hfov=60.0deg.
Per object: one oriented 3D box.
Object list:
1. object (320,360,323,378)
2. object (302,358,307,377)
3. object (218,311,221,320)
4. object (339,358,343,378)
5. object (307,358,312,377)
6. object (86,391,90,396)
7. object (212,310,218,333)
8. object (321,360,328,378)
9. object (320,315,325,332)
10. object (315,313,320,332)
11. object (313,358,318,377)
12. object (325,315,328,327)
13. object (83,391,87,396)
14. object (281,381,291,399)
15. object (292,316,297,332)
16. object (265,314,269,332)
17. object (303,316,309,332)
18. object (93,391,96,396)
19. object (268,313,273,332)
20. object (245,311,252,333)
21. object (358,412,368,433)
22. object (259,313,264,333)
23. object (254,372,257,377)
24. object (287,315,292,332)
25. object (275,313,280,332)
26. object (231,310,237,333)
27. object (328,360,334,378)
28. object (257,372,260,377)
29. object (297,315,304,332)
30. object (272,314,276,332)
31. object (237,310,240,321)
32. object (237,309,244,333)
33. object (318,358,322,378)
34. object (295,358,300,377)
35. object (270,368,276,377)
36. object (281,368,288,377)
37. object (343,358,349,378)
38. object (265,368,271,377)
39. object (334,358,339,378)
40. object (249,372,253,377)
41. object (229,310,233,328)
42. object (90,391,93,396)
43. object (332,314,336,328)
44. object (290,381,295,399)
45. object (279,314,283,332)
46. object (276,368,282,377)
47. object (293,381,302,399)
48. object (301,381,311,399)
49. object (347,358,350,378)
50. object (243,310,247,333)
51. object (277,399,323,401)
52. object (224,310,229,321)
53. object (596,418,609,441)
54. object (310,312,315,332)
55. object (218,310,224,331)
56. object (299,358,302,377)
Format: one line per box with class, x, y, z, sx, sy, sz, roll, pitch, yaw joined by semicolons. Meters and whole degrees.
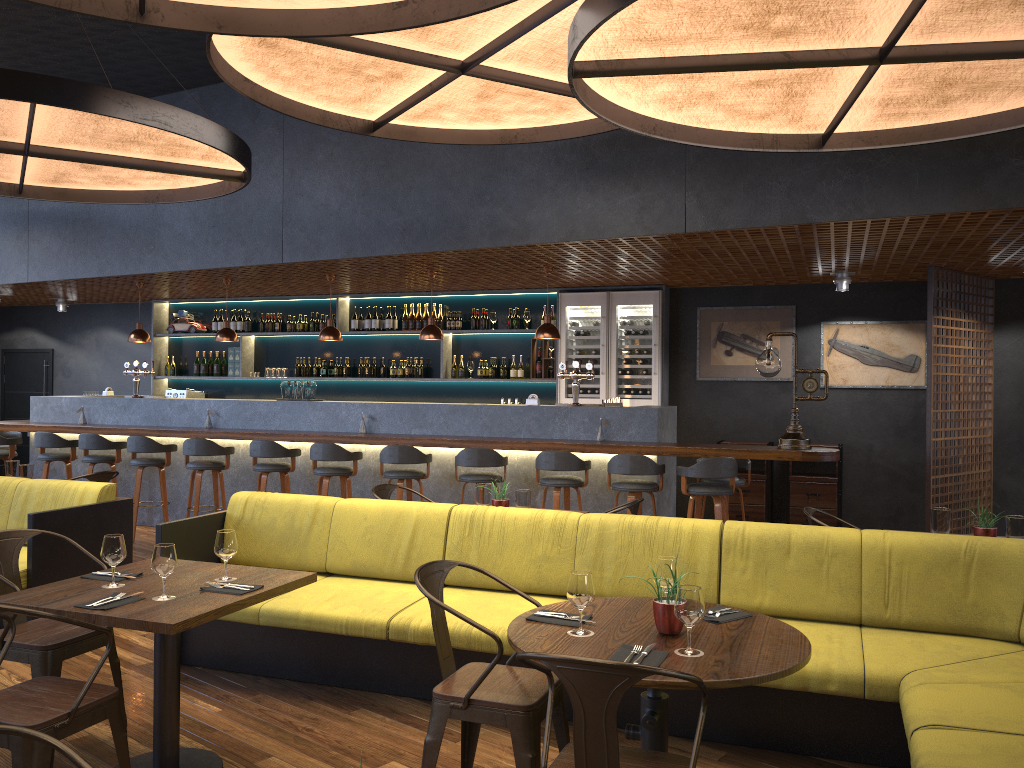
object;-2.422;-0.194;11.415;0.088;0.224;0.088;1;0;-15
object;-2.669;-0.212;11.387;0.063;0.254;0.063;1;0;7
object;-3.921;-0.832;11.925;0.085;0.310;0.086;1;0;-29
object;-2.186;-0.206;11.322;0.063;0.254;0.063;1;0;-37
object;-2.624;-0.211;11.475;0.063;0.254;0.063;1;0;-23
object;-5.173;0.116;10.821;0.042;0.059;0.042;1;0;18
object;-3.954;-0.833;11.836;0.085;0.310;0.086;1;0;-36
object;-2.388;-0.194;11.306;0.088;0.224;0.088;1;0;35
object;-2.407;-0.770;11.257;0.068;0.217;0.068;1;0;5
object;-2.508;-0.788;11.423;0.063;0.254;0.063;1;0;-42
object;-2.521;-0.210;11.394;0.063;0.254;0.063;1;0;-42
object;-2.368;-0.769;11.342;0.068;0.217;0.068;1;0;25
object;-5.190;0.116;10.777;0.042;0.059;0.042;1;0;18
object;-2.370;0.070;9.297;0.105;0.209;0.105;1;0;-35
object;-2.826;-0.773;11.510;0.068;0.217;0.068;1;0;40
object;-3.216;-0.796;11.673;0.063;0.254;0.063;1;0;-3
object;-2.677;-0.775;11.499;0.088;0.224;0.088;1;0;15
object;-5.147;0.117;10.911;0.042;0.059;0.042;1;0;18
object;-3.145;-0.795;11.563;0.063;0.254;0.063;1;0;-8
object;-3.469;-0.810;11.663;0.083;0.301;0.083;1;0;27
object;-1.462;0.382;8.741;0.114;0.203;0.069;1;0;9
object;-3.263;-0.796;11.575;0.063;0.254;0.063;1;0;2
object;-3.365;-0.122;11.625;0.042;0.059;0.042;1;0;-18
object;-2.866;-0.774;11.425;0.068;0.217;0.068;1;0;10
object;-3.036;-0.794;11.503;0.063;0.254;0.063;1;0;38
object;-3.676;-0.830;11.736;0.086;0.310;0.085;1;0;39
object;-2.322;-0.193;11.402;0.088;0.224;0.088;1;0;-5
object;-3.331;-0.122;11.652;0.042;0.059;0.042;1;0;-18
object;-2.722;-0.776;11.403;0.088;0.224;0.088;1;0;15
object;-3.128;-0.795;11.644;0.063;0.254;0.063;1;0;-8
object;-3.636;-0.829;11.823;0.085;0.310;0.086;1;0;-43
object;-3.579;-0.829;11.699;0.085;0.310;0.086;1;0;-36
object;-2.493;-0.210;11.478;0.063;0.254;0.063;1;0;-8
object;-2.764;-0.212;11.421;0.063;0.254;0.063;1;0;-8
object;-3.120;-0.150;11.594;0.084;0.119;0.084;1;0;-25
object;-2.957;-0.148;11.534;0.084;0.119;0.084;1;0;-25
object;-2.095;-0.206;11.195;0.063;0.254;0.063;1;0;-28
object;-3.200;-0.151;11.623;0.084;0.119;0.084;1;0;-25
object;-2.221;-0.207;11.250;0.063;0.254;0.063;1;0;38
object;-3.441;-0.123;11.691;0.042;0.059;0.042;1;0;-18
object;-3.740;-0.830;11.853;0.085;0.310;0.086;1;0;-43
object;-5.149;0.117;10.860;0.042;0.059;0.042;1;0;18
object;-2.259;-0.771;11.233;0.088;0.224;0.088;1;0;35
object;-2.322;0.070;9.395;0.105;0.209;0.105;1;0;-35
object;-3.031;-0.794;11.618;0.063;0.254;0.063;1;0;-32
object;-3.039;-0.149;11.564;0.084;0.119;0.084;1;0;-25
object;-2.241;0.071;9.302;0.105;0.209;0.105;1;0;-35
object;-2.139;0.072;9.208;0.105;0.209;0.105;1;0;-35
object;-2.087;-0.206;11.280;0.063;0.254;0.063;1;0;-8
object;-3.547;-0.828;11.788;0.085;0.310;0.086;1;0;-29
object;-2.228;0.167;9.325;0.437;0.019;0.273;1;0;20
object;-3.831;-0.831;11.889;0.086;0.310;0.085;1;0;31
object;0.800;0.405;7.917;0.114;0.203;0.069;1;0;-35
object;-2.550;-0.789;11.344;0.063;0.254;0.063;1;0;-22
object;-3.867;-0.832;11.802;0.085;0.310;0.086;1;0;-43
object;-2.740;-0.212;11.517;0.063;0.254;0.063;1;0;12
